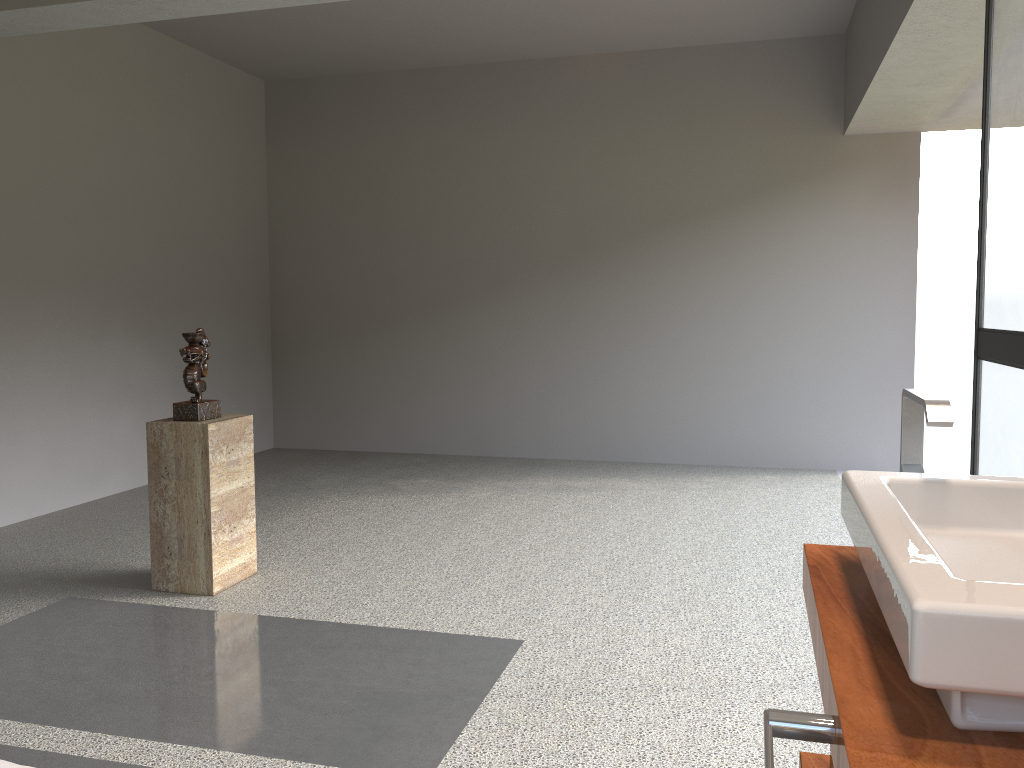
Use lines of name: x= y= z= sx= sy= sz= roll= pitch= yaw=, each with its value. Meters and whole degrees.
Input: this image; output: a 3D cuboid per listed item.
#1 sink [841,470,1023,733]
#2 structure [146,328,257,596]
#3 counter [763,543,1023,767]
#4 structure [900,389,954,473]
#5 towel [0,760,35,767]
sink: x=0.662 y=0.202 z=1.185 sx=0.352 sy=0.266 sz=0.751 roll=1 pitch=5 yaw=15
structure: x=-1.299 y=0.303 z=3.718 sx=0.292 sy=1.073 sz=0.328 roll=1 pitch=4 yaw=15
counter: x=0.480 y=0.727 z=0.739 sx=0.525 sy=0.704 sz=1.849 roll=1 pitch=5 yaw=15
structure: x=0.748 y=0.510 z=1.638 sx=0.069 sy=0.988 sz=0.303 roll=1 pitch=4 yaw=15
towel: x=-0.706 y=0.510 z=0.925 sx=0.322 sy=0.145 sz=0.305 roll=1 pitch=5 yaw=18
